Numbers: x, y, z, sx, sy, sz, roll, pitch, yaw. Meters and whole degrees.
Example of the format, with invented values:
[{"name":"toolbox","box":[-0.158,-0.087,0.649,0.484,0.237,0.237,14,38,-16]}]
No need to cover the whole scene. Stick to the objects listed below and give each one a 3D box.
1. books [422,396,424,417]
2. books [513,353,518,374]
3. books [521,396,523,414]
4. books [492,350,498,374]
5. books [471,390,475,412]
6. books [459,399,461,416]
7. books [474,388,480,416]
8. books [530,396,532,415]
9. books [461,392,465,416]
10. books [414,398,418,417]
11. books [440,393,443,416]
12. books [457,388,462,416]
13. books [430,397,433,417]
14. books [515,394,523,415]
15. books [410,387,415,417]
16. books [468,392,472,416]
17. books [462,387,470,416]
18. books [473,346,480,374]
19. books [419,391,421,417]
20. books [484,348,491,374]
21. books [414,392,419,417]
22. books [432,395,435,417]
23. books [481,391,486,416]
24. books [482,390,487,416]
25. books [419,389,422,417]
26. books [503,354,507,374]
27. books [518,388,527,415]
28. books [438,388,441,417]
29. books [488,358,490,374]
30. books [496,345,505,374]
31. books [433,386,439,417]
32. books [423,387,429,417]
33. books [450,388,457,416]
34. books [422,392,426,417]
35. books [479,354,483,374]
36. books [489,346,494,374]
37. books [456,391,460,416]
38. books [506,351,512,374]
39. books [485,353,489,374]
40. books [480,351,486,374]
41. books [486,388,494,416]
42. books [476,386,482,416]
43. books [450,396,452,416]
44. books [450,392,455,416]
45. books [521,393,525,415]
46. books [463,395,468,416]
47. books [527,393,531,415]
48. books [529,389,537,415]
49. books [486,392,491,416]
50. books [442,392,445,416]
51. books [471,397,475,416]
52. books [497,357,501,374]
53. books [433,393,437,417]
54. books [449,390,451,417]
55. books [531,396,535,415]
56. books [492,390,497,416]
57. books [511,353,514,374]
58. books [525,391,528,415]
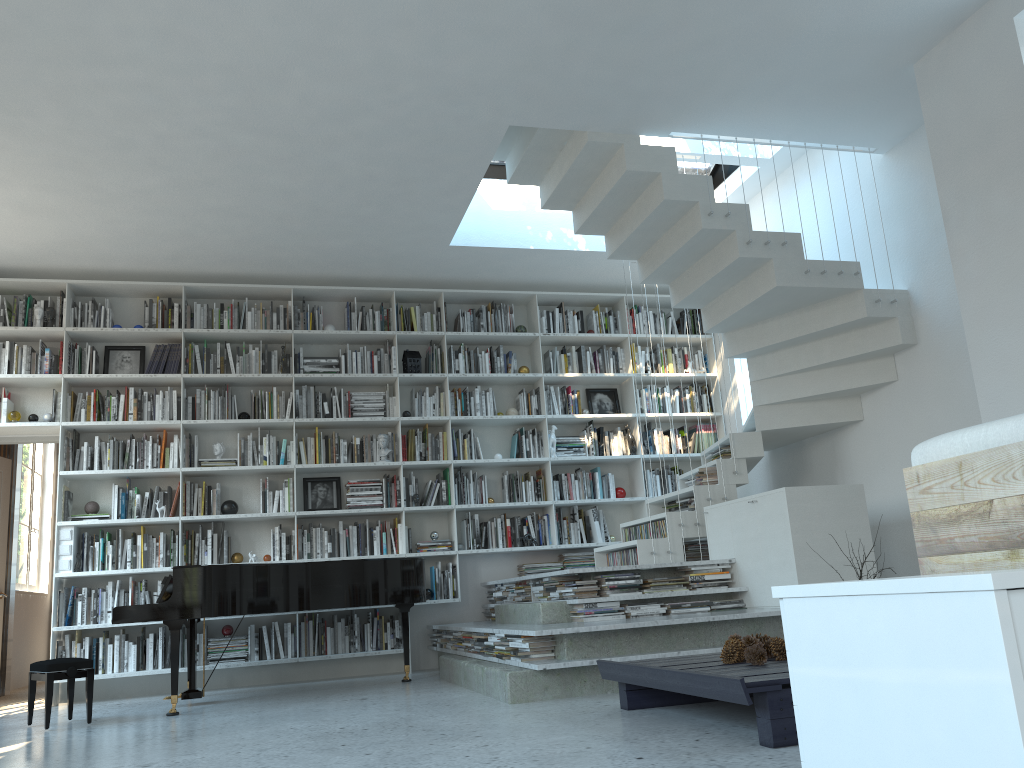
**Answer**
[{"name":"books","box":[-0.767,0.222,7.526,0.023,0.206,0.171,0,-14,-16]},{"name":"books","box":[0.013,-0.146,7.846,0.026,0.229,0.141,0,-14,-16]},{"name":"books","box":[0.072,0.220,7.766,0.005,0.204,0.154,0,-14,-16]},{"name":"books","box":[-0.163,-0.155,7.777,0.030,0.237,0.186,0,-14,-16]},{"name":"books","box":[-0.342,0.196,7.653,0.011,0.256,0.131,0,-14,-16]},{"name":"books","box":[-0.464,0.234,7.609,0.021,0.178,0.137,0,-14,-16]},{"name":"books","box":[-0.315,0.187,7.637,0.030,0.262,0.182,0,-14,-16]},{"name":"books","box":[0.147,0.220,7.792,0.012,0.206,0.138,0,-14,-16]},{"name":"books","box":[-0.435,0.206,7.621,0.013,0.235,0.158,0,-14,-16]},{"name":"books","box":[-0.822,0.229,7.492,0.028,0.185,0.181,0,-14,-16]},{"name":"books","box":[-0.611,0.205,7.550,0.028,0.229,0.177,0,-14,-16]},{"name":"books","box":[-0.455,0.187,7.641,0.014,0.283,0.136,0,-14,-16]},{"name":"books","box":[-0.699,0.224,7.531,0.027,0.196,0.185,0,-14,-16]},{"name":"books","box":[0.061,0.213,7.769,0.015,0.220,0.140,0,-14,-16]},{"name":"books","box":[-0.843,0.186,7.520,0.018,0.284,0.160,0,-14,-16]},{"name":"books","box":[-0.377,0.202,7.626,0.022,0.237,0.165,0,-14,-16]},{"name":"books","box":[-0.394,0.180,7.620,0.014,0.279,0.178,0,-14,-16]},{"name":"books","box":[-0.308,-0.172,7.760,0.013,0.283,0.155,0,-14,-16]},{"name":"books","box":[-0.793,0.202,7.524,0.028,0.249,0.165,0,-14,-16]},{"name":"books","box":[-0.216,-0.166,7.771,0.012,0.264,0.156,0,-14,-16]},{"name":"books","box":[-0.811,0.207,7.523,0.024,0.242,0.159,0,-14,-16]},{"name":"books","box":[-0.679,0.217,7.539,0.029,0.210,0.158,0,-14,-16]},{"name":"books","box":[-0.265,0.198,7.660,0.025,0.244,0.184,0,-14,-16]},{"name":"books","box":[-0.248,0.195,7.687,0.024,0.261,0.134,0,-14,-16]},{"name":"books","box":[-0.780,0.189,7.531,0.019,0.274,0.146,0,-14,-16]},{"name":"books","box":[-0.081,-0.141,7.803,0.030,0.212,0.157,0,-14,-16]},{"name":"books","box":[0.095,0.186,7.766,0.015,0.267,0.164,0,-14,-16]},{"name":"books","box":[-0.633,0.186,7.566,0.025,0.276,0.173,0,-14,-16]},{"name":"books","box":[-0.225,-0.146,7.761,0.011,0.222,0.159,0,-14,-16]},{"name":"books","box":[-0.108,-0.180,7.789,0.029,0.284,0.184,0,-14,-16]},{"name":"books","box":[-0.650,0.179,7.566,0.028,0.293,0.155,0,-14,-16]},{"name":"books","box":[-0.731,0.183,7.517,0.028,0.274,0.187,0,-14,-16]},{"name":"books","box":[-0.499,0.187,7.616,0.014,0.278,0.154,0,-14,-16]},{"name":"books","box":[-0.752,0.207,7.528,0.023,0.235,0.179,0,-14,-16]},{"name":"books","box":[-0.287,-0.140,7.756,0.025,0.216,0.144,0,-14,-16]},{"name":"books","box":[-0.190,-0.173,7.793,0.012,0.284,0.160,0,-14,-16]},{"name":"books","box":[-0.480,0.198,7.601,0.014,0.247,0.177,0,-14,-16]},{"name":"books","box":[-0.038,-0.155,7.806,0.054,0.235,0.172,0,-14,-16]},{"name":"books","box":[-0.236,-0.143,7.742,0.021,0.208,0.181,0,-14,-16]},{"name":"books","box":[-0.262,-0.152,7.753,0.023,0.236,0.149,0,-14,-16]},{"name":"books","box":[-0.197,0.183,7.677,0.024,0.271,0.170,0,-14,-16]},{"name":"books","box":[-0.296,0.178,7.672,0.027,0.294,0.160,0,-14,-16]},{"name":"books","box":[-0.541,0.223,7.604,0.013,0.209,0.140,0,-14,-16]},{"name":"books","box":[-0.520,0.206,7.610,0.030,0.241,0.138,0,-14,-16]},{"name":"books","box":[0.080,0.206,7.770,0.012,0.231,0.154,0,-14,-16]},{"name":"books","box":[-0.417,0.216,7.626,0.026,0.215,0.162,0,-14,-16]},{"name":"books","box":[0.134,0.208,7.785,0.016,0.227,0.160,0,-14,-16]},{"name":"books","box":[0.177,0.190,7.784,0.016,0.256,0.176,0,-14,-16]},{"name":"books","box":[-0.221,0.206,7.677,0.021,0.231,0.183,0,-14,-16]},{"name":"books","box":[-0.598,0.205,7.571,0.026,0.237,0.173,0,-14,-16]},{"name":"books","box":[-0.355,0.225,7.636,0.025,0.193,0.171,0,-14,-16]},{"name":"books","box":[-0.135,-0.126,7.782,0.027,0.181,0.176,0,-14,-16]},{"name":"books","box":[-0.664,0.208,7.553,0.024,0.233,0.150,0,-14,-16]},{"name":"books","box":[-0.555,0.196,7.577,0.028,0.251,0.190,0,-14,-16]},{"name":"books","box":[0.163,0.219,7.784,0.013,0.201,0.174,0,-14,-16]},{"name":"books","box":[-0.166,0.198,7.707,0.034,0.253,0.161,0,-14,-16]},{"name":"books","box":[-0.018,-0.144,7.818,0.048,0.216,0.182,0,-14,-16]},{"name":"books","box":[0.107,0.200,7.778,0.016,0.243,0.152,0,-14,-16]}]
